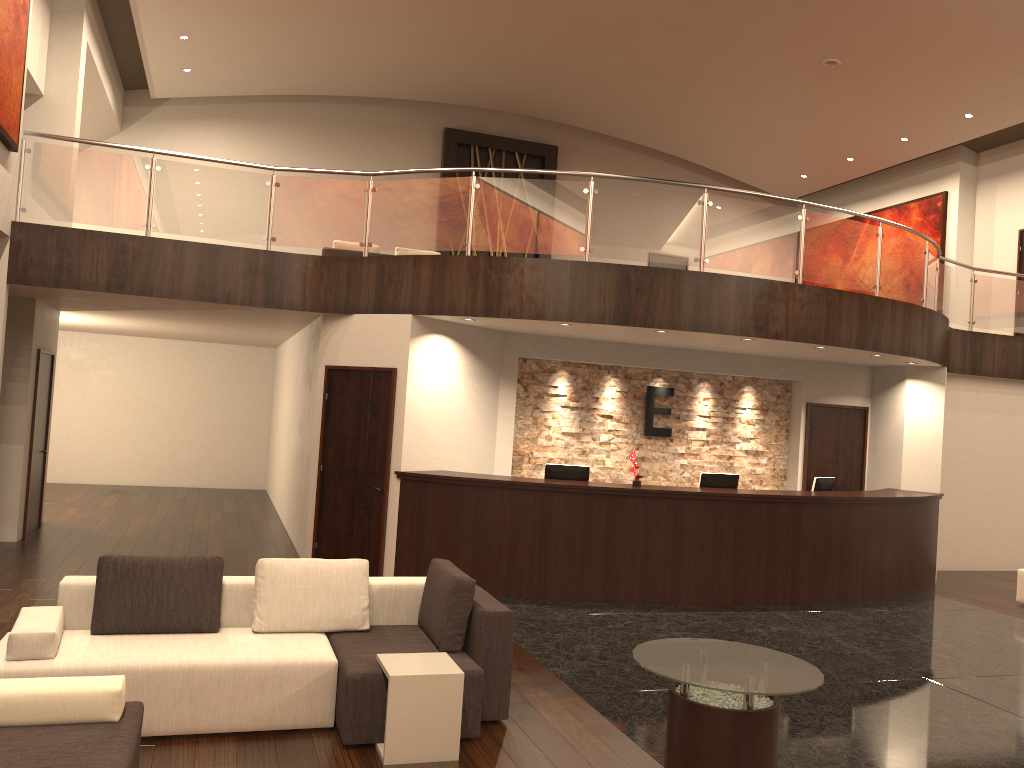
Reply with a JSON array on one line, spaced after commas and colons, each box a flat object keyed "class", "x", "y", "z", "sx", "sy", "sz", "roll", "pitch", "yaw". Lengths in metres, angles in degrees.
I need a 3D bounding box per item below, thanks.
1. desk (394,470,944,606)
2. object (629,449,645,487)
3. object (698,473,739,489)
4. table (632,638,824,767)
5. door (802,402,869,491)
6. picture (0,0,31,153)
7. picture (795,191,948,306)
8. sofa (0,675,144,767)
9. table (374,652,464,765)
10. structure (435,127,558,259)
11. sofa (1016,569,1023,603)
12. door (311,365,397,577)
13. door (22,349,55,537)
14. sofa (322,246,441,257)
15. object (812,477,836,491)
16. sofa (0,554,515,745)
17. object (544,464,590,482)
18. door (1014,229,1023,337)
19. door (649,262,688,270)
[{"class": "desk", "x": 2.217, "y": 1.728, "z": 9.984, "sx": 7.146, "sy": 1.171, "sz": 1.674, "roll": 4, "pitch": -2, "yaw": -17}, {"class": "object", "x": 1.301, "y": 0.870, "z": 9.219, "sx": 0.163, "sy": 0.390, "sz": 0.165, "roll": 4, "pitch": -2, "yaw": -11}, {"class": "object", "x": 2.286, "y": 1.232, "z": 9.820, "sx": 0.483, "sy": 0.485, "sz": 0.189, "roll": 4, "pitch": -2, "yaw": -18}, {"class": "table", "x": 0.935, "y": 1.650, "z": 3.974, "sx": 0.833, "sy": 0.795, "sz": 0.844, "roll": 3, "pitch": -2, "yaw": 21}, {"class": "door", "x": 4.345, "y": 1.395, "z": 12.007, "sx": 0.990, "sy": 2.232, "sz": 0.104, "roll": 4, "pitch": -2, "yaw": -18}, {"class": "picture", "x": -3.691, "y": -3.521, "z": 5.505, "sx": 0.070, "sy": 2.526, "sz": 6.485, "roll": 4, "pitch": -2, "yaw": -18}, {"class": "picture", "x": 7.463, "y": -2.385, "z": 18.944, "sx": 0.070, "sy": 2.526, "sz": 4.515, "roll": 4, "pitch": -2, "yaw": -18}, {"class": "sofa", "x": -0.923, "y": 1.456, "z": 2.635, "sx": 2.586, "sy": 0.862, "sz": 3.366, "roll": 4, "pitch": -2, "yaw": -18}, {"class": "table", "x": -0.519, "y": 1.751, "z": 4.824, "sx": 0.400, "sy": 0.460, "sz": 0.400, "roll": 4, "pitch": -2, "yaw": -18}, {"class": "structure", "x": -0.355, "y": -3.136, "z": 18.854, "sx": 2.524, "sy": 4.236, "sz": 0.187, "roll": 4, "pitch": -2, "yaw": -18}, {"class": "sofa", "x": 7.571, "y": 2.216, "z": 9.427, "sx": 2.586, "sy": 0.862, "sz": 3.366, "roll": 4, "pitch": -2, "yaw": -18}, {"class": "door", "x": -1.690, "y": 0.927, "z": 9.490, "sx": 0.990, "sy": 2.232, "sz": 0.104, "roll": 3, "pitch": -2, "yaw": 32}, {"class": "door", "x": -5.856, "y": 0.700, "z": 10.951, "sx": 0.104, "sy": 2.232, "sz": 0.990, "roll": 4, "pitch": -2, "yaw": -18}, {"class": "sofa", "x": -2.569, "y": -1.721, "z": 14.490, "sx": 3.366, "sy": 0.862, "sz": 2.586, "roll": 4, "pitch": -2, "yaw": -18}, {"class": "object", "x": 3.678, "y": 1.342, "z": 10.470, "sx": 0.483, "sy": 0.485, "sz": 0.189, "roll": 5, "pitch": -2, "yaw": -43}, {"class": "sofa", "x": -1.456, "y": 1.499, "z": 5.208, "sx": 2.846, "sy": 0.862, "sz": 1.291, "roll": 4, "pitch": -2, "yaw": -18}, {"class": "object", "x": 0.582, "y": 1.112, "z": 9.539, "sx": 0.483, "sy": 0.485, "sz": 0.189, "roll": 4, "pitch": -2, "yaw": -3}, {"class": "door", "x": 9.097, "y": -1.623, "z": 15.225, "sx": 0.104, "sy": 2.232, "sz": 0.990, "roll": 4, "pitch": -2, "yaw": -18}, {"class": "door", "x": 3.515, "y": -1.836, "z": 20.226, "sx": 0.990, "sy": 2.232, "sz": 0.104, "roll": 4, "pitch": -2, "yaw": -18}]
